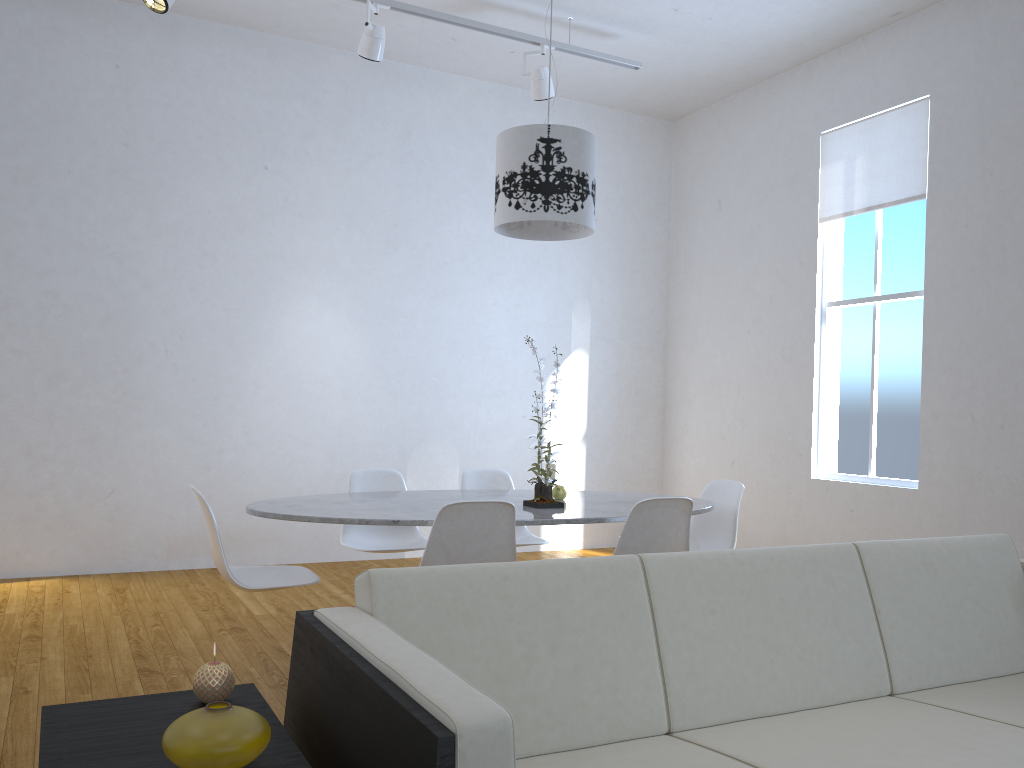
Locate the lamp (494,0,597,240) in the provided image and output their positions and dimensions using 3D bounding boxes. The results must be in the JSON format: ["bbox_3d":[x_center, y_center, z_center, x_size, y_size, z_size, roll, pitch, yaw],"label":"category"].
[{"bbox_3d":[0.150,-1.377,3.529,0.399,1.538,0.399,2,0,29],"label":"lamp"}]

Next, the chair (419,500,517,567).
[{"bbox_3d":[-0.181,0.537,2.913,0.406,0.351,0.419,2,-1,-23],"label":"chair"}]

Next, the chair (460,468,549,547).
[{"bbox_3d":[-0.055,0.580,4.106,0.406,0.351,0.419,2,-1,-24],"label":"chair"}]

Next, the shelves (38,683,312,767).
[{"bbox_3d":[-0.477,0.769,1.246,0.349,0.451,0.730,2,-1,-27],"label":"shelves"}]

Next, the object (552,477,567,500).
[{"bbox_3d":[0.194,0.425,3.606,0.063,0.091,0.062,1,-1,21],"label":"object"}]

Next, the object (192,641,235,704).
[{"bbox_3d":[-0.518,0.499,1.544,0.071,0.104,0.071,2,-1,0],"label":"object"}]

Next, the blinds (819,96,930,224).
[{"bbox_3d":[2.067,-1.267,5.106,0.007,0.556,0.761,2,-1,-27],"label":"blinds"}]

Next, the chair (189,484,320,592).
[{"bbox_3d":[-0.877,0.520,3.016,0.419,0.351,0.405,2,-1,-25],"label":"chair"}]

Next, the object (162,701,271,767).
[{"bbox_3d":[-0.417,0.500,1.255,0.146,0.090,0.147,1,-1,14],"label":"object"}]

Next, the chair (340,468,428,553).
[{"bbox_3d":[-0.536,0.558,3.874,0.406,0.351,0.419,2,-1,-29],"label":"chair"}]

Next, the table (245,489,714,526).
[{"bbox_3d":[-0.055,0.769,3.432,1.911,0.622,1.070,3,-2,-28],"label":"table"}]

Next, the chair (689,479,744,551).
[{"bbox_3d":[0.778,0.596,3.864,0.419,0.351,0.405,2,-1,-25],"label":"chair"}]

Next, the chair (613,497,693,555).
[{"bbox_3d":[0.433,0.564,3.204,0.406,0.351,0.419,2,-1,-28],"label":"chair"}]

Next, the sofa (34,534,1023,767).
[{"bbox_3d":[0.997,0.708,1.218,5.339,0.679,9.723,3,-2,-27],"label":"sofa"}]

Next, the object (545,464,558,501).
[{"bbox_3d":[0.154,0.379,3.555,0.059,0.176,0.059,2,0,-42],"label":"object"}]

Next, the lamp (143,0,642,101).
[{"bbox_3d":[-0.633,-1.881,4.570,3.119,0.486,0.205,3,-1,-30],"label":"lamp"}]

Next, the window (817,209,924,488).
[{"bbox_3d":[2.117,-0.489,5.142,0.074,2.128,0.774,2,0,-27],"label":"window"}]

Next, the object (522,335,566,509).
[{"bbox_3d":[0.120,0.146,3.327,0.166,0.638,0.202,2,0,1],"label":"object"}]
